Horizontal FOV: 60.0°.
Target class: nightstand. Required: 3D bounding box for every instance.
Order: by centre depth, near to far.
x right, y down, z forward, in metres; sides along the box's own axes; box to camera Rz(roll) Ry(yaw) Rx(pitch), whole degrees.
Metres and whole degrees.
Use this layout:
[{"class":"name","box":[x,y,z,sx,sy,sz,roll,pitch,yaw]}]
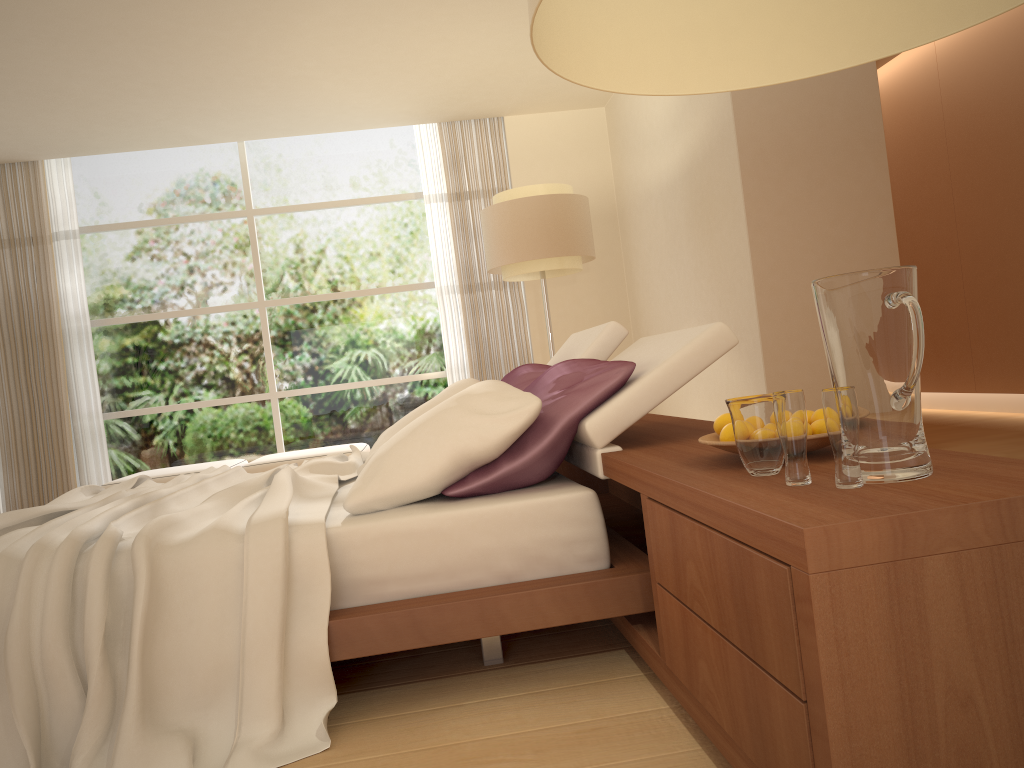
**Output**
[{"class":"nightstand","box":[0.413,0.421,3.248,0.493,0.539,4.220,-7,1,-6]}]

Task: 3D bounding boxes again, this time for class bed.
[{"class":"bed","box":[-0.981,0.584,3.042,2.535,0.570,2.599,-7,1,-6]}]

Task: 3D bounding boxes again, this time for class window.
[{"class":"window","box":[-2.299,-0.730,8.153,4.781,3.371,0.071,-7,1,-6]}]

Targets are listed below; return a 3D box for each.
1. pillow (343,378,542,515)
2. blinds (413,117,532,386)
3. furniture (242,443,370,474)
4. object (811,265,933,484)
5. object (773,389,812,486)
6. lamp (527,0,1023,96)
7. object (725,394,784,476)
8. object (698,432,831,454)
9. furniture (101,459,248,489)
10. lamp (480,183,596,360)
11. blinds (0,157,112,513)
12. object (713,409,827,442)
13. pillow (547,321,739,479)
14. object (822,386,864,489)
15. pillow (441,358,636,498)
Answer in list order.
[{"class":"pillow","box":[-0.276,0.166,3.160,0.561,0.339,1.720,-7,1,-6]},{"class":"blinds","box":[-0.312,-0.970,8.059,0.814,3.351,0.202,-7,1,-7]},{"class":"furniture","box":[-1.643,0.722,7.250,0.965,0.346,0.964,-7,1,-6]},{"class":"object","box":[0.588,-0.015,1.412,0.159,0.328,0.227,-8,1,-38]},{"class":"object","box":[0.462,0.088,1.456,0.052,0.154,0.052,-7,1,12]},{"class":"lamp","box":[0.088,-1.481,0.649,0.451,2.399,0.451,-7,1,-8]},{"class":"object","box":[0.451,0.093,1.611,0.110,0.141,0.110,-7,1,36]},{"class":"object","box":[0.561,0.122,1.843,0.337,0.053,0.337,-7,1,7]},{"class":"furniture","box":[-2.665,0.852,7.138,0.965,0.346,0.964,-7,1,-6]},{"class":"lamp","box":[0.272,-0.347,6.279,0.817,2.018,0.817,-7,1,37]},{"class":"blinds","box":[-4.148,-0.483,7.693,0.950,3.352,0.211,-7,1,-8]},{"class":"object","box":[0.550,0.096,1.859,0.230,0.084,0.259,-8,1,-36]},{"class":"pillow","box":[0.302,0.005,3.239,0.461,0.457,1.779,-7,1,-7]},{"class":"object","box":[0.514,0.083,1.372,0.052,0.154,0.052,-7,1,12]},{"class":"pillow","box":[-0.011,0.118,3.195,0.575,0.369,1.683,-7,1,-6]}]
